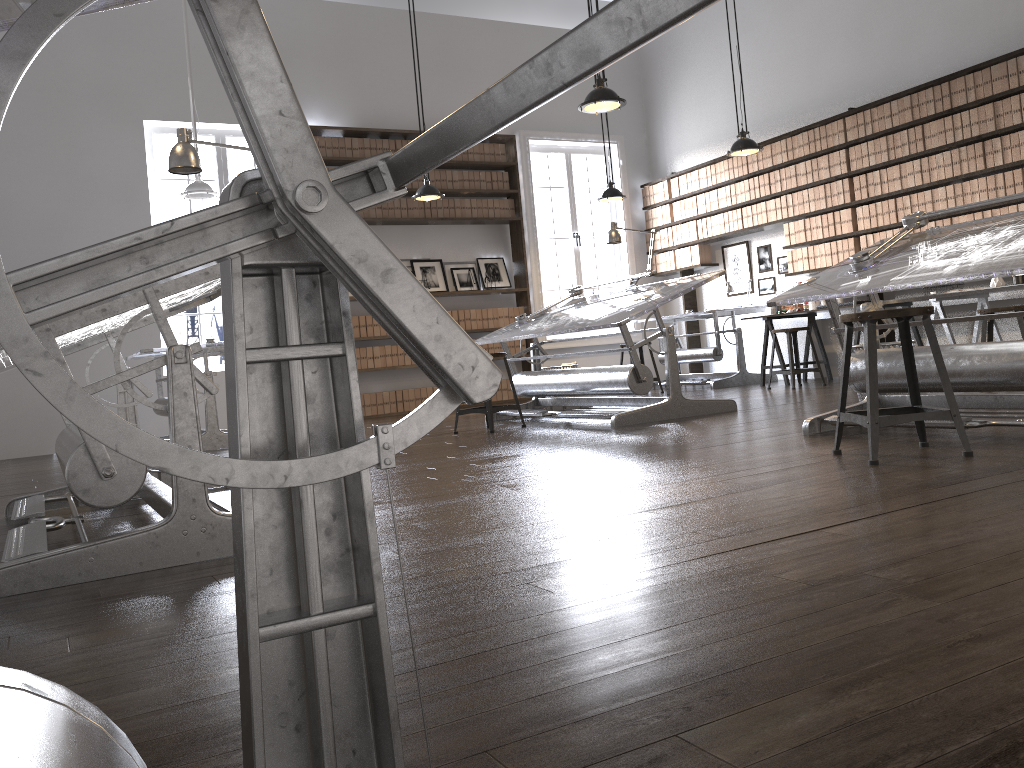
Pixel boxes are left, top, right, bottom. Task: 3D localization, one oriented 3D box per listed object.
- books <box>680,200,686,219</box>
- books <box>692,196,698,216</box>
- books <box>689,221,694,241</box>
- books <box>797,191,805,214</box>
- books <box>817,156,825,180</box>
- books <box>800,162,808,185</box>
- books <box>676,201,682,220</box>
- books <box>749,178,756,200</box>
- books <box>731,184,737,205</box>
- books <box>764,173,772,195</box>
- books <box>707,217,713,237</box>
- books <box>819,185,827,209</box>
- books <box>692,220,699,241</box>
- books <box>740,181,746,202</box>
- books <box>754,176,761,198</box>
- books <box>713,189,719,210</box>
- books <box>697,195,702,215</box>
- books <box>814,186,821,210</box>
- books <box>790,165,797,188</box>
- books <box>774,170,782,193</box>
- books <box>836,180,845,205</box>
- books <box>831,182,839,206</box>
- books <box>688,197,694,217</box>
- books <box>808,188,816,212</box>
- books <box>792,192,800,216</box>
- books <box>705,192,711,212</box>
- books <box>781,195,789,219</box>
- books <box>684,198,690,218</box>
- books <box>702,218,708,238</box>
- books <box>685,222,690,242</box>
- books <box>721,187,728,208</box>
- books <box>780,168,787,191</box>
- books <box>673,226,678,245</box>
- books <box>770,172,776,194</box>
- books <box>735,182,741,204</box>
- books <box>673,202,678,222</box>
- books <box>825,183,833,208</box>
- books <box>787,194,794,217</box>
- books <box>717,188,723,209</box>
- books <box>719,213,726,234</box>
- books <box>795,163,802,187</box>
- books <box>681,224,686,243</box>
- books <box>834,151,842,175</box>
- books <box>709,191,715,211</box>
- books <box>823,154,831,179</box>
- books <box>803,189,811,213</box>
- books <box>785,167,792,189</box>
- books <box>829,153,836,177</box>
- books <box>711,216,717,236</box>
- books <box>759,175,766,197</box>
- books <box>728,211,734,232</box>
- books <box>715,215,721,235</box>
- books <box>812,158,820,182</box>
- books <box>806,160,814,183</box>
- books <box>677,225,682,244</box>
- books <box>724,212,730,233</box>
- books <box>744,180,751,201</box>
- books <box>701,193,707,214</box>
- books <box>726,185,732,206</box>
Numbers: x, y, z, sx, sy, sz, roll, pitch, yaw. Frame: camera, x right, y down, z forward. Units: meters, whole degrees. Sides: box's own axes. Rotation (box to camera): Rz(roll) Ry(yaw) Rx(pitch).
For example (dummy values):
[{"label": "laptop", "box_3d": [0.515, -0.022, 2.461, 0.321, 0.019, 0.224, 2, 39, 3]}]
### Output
[{"label": "books", "box_3d": [2.035, -2.003, 10.185, 0.175, 0.226, 0.066, -5, -1, -28]}, {"label": "books", "box_3d": [2.131, -2.007, 10.007, 0.175, 0.226, 0.066, -5, -1, -28]}, {"label": "books", "box_3d": [2.111, -1.739, 10.091, 0.175, 0.226, 0.066, -5, -1, -28]}, {"label": "books", "box_3d": [2.884, -1.769, 8.649, 0.175, 0.226, 0.066, -5, -1, -28]}, {"label": "books", "box_3d": [2.996, -2.041, 8.406, 0.175, 0.226, 0.066, -5, -1, -28]}, {"label": "books", "box_3d": [2.892, -2.037, 8.591, 0.175, 0.226, 0.066, -5, -1, -28]}, {"label": "books", "box_3d": [2.001, -2.002, 10.248, 0.175, 0.226, 0.066, -5, -1, -28]}, {"label": "books", "box_3d": [2.560, -2.024, 9.204, 0.175, 0.226, 0.066, -5, -1, -28]}, {"label": "books", "box_3d": [2.431, -2.019, 9.457, 0.175, 0.226, 0.066, -5, -1, -28]}, {"label": "books", "box_3d": [2.662, -2.028, 9.017, 0.175, 0.226, 0.066, -5, -1, -28]}, {"label": "books", "box_3d": [2.256, -1.737, 9.823, 0.175, 0.226, 0.066, -5, -1, -28]}, {"label": "books", "box_3d": [3.008, -1.773, 8.407, 0.175, 0.226, 0.066, -5, -1, -28]}, {"label": "books", "box_3d": [2.136, -1.739, 10.033, 0.175, 0.226, 0.066, -5, -1, -28]}, {"label": "books", "box_3d": [2.495, -2.022, 9.333, 0.175, 0.226, 0.066, -5, -1, -28]}, {"label": "books", "box_3d": [2.594, -2.025, 9.150, 0.175, 0.226, 0.066, -5, -1, -28]}, {"label": "books", "box_3d": [2.298, -2.014, 9.694, 0.175, 0.226, 0.066, -5, -1, -28]}, {"label": "books", "box_3d": [2.172, -2.009, 9.944, 0.175, 0.226, 0.066, -5, -1, -28]}, {"label": "books", "box_3d": [2.981, -1.773, 8.467, 0.175, 0.226, 0.066, -5, -1, -28]}, {"label": "books", "box_3d": [2.828, -2.034, 8.704, 0.175, 0.226, 0.066, -5, -1, -28]}, {"label": "books", "box_3d": [2.731, -2.031, 8.889, 0.175, 0.226, 0.066, -5, -1, -28]}, {"label": "books", "box_3d": [3.108, -1.777, 8.223, 0.175, 0.226, 0.066, -5, -1, -28]}, {"label": "books", "box_3d": [3.078, -1.776, 8.288, 0.175, 0.226, 0.066, -5, -1, -28]}, {"label": "books", "box_3d": [2.101, -2.006, 10.075, 0.175, 0.226, 0.066, -5, -1, -28]}, {"label": "books", "box_3d": [2.950, -1.771, 8.522, 0.175, 0.226, 0.066, -5, -1, -28]}, {"label": "books", "box_3d": [2.853, -1.768, 8.711, 0.175, 0.226, 0.066, -5, -1, -28]}, {"label": "books", "box_3d": [2.238, -2.012, 9.818, 0.175, 0.226, 0.066, -5, -1, -28]}, {"label": "books", "box_3d": [2.779, -1.764, 8.833, 0.175, 0.226, 0.066, -5, -1, -28]}, {"label": "books", "box_3d": [2.068, -2.005, 10.131, 0.175, 0.226, 0.066, -5, -1, -28]}, {"label": "books", "box_3d": [2.219, -1.736, 9.883, 0.175, 0.226, 0.066, -5, -1, -28]}, {"label": "books", "box_3d": [2.076, -1.737, 10.157, 0.175, 0.226, 0.066, -5, -1, -28]}, {"label": "books", "box_3d": [2.362, -2.016, 9.581, 0.175, 0.226, 0.066, -5, -1, -28]}, {"label": "books", "box_3d": [2.768, -2.032, 8.829, 0.175, 0.226, 0.066, -5, -1, -28]}, {"label": "books", "box_3d": [1.972, -1.733, 10.341, 0.175, 0.226, 0.066, -5, -1, -28]}, {"label": "books", "box_3d": [2.702, -2.030, 8.954, 0.175, 0.226, 0.066, -5, -1, -28]}, {"label": "books", "box_3d": [2.465, -2.021, 9.396, 0.175, 0.226, 0.066, -5, -1, -28]}, {"label": "books", "box_3d": [1.969, -2.001, 10.314, 0.175, 0.226, 0.066, -5, -1, -28]}, {"label": "books", "box_3d": [3.045, -1.775, 8.350, 0.175, 0.226, 0.066, -5, -1, -28]}, {"label": "books", "box_3d": [2.817, -1.766, 8.770, 0.175, 0.226, 0.066, -5, -1, -28]}, {"label": "books", "box_3d": [2.334, -2.015, 9.637, 0.175, 0.226, 0.066, -5, -1, -28]}, {"label": "books", "box_3d": [2.351, -1.741, 9.634, 0.175, 0.226, 0.066, -5, -1, -28]}, {"label": "books", "box_3d": [2.864, -2.036, 8.648, 0.175, 0.226, 0.066, -5, -1, -28]}, {"label": "books", "box_3d": [2.045, -1.736, 10.219, 0.175, 0.226, 0.066, -5, -1, -28]}, {"label": "books", "box_3d": [3.086, -2.044, 8.229, 0.175, 0.226, 0.066, -5, -1, -28]}, {"label": "books", "box_3d": [2.271, -2.013, 9.756, 0.175, 0.226, 0.066, -5, -1, -28]}, {"label": "books", "box_3d": [3.022, -2.042, 8.342, 0.175, 0.226, 0.066, -5, -1, -28]}, {"label": "books", "box_3d": [2.914, -1.770, 8.585, 0.175, 0.226, 0.066, -5, -1, -28]}, {"label": "books", "box_3d": [2.802, -2.034, 8.766, 0.175, 0.226, 0.066, -5, -1, -28]}, {"label": "books", "box_3d": [3.058, -2.044, 8.285, 0.175, 0.226, 0.066, -5, -1, -28]}, {"label": "books", "box_3d": [2.290, -1.739, 9.762, 0.175, 0.226, 0.066, -5, -1, -28]}, {"label": "books", "box_3d": [2.631, -2.027, 9.085, 0.175, 0.226, 0.066, -5, -1, -28]}, {"label": "books", "box_3d": [2.419, -1.744, 9.516, 0.175, 0.226, 0.066, -5, -1, -28]}, {"label": "books", "box_3d": [2.320, -1.740, 9.699, 0.175, 0.226, 0.066, -5, -1, -28]}, {"label": "books", "box_3d": [2.961, -2.040, 8.467, 0.175, 0.226, 0.066, -5, -1, -28]}, {"label": "books", "box_3d": [2.924, -2.038, 8.527, 0.175, 0.226, 0.066, -5, -1, -28]}, {"label": "books", "box_3d": [2.009, -1.735, 10.279, 0.175, 0.226, 0.066, -5, -1, -28]}, {"label": "books", "box_3d": [2.385, -1.742, 9.570, 0.175, 0.226, 0.066, -5, -1, -28]}, {"label": "books", "box_3d": [2.526, -2.023, 9.268, 0.175, 0.226, 0.066, -5, -1, -28]}, {"label": "books", "box_3d": [2.201, -2.010, 9.879, 0.175, 0.226, 0.066, -5, -1, -28]}, {"label": "books", "box_3d": [2.394, -2.018, 9.517, 0.175, 0.226, 0.066, -5, -1, -28]}]
